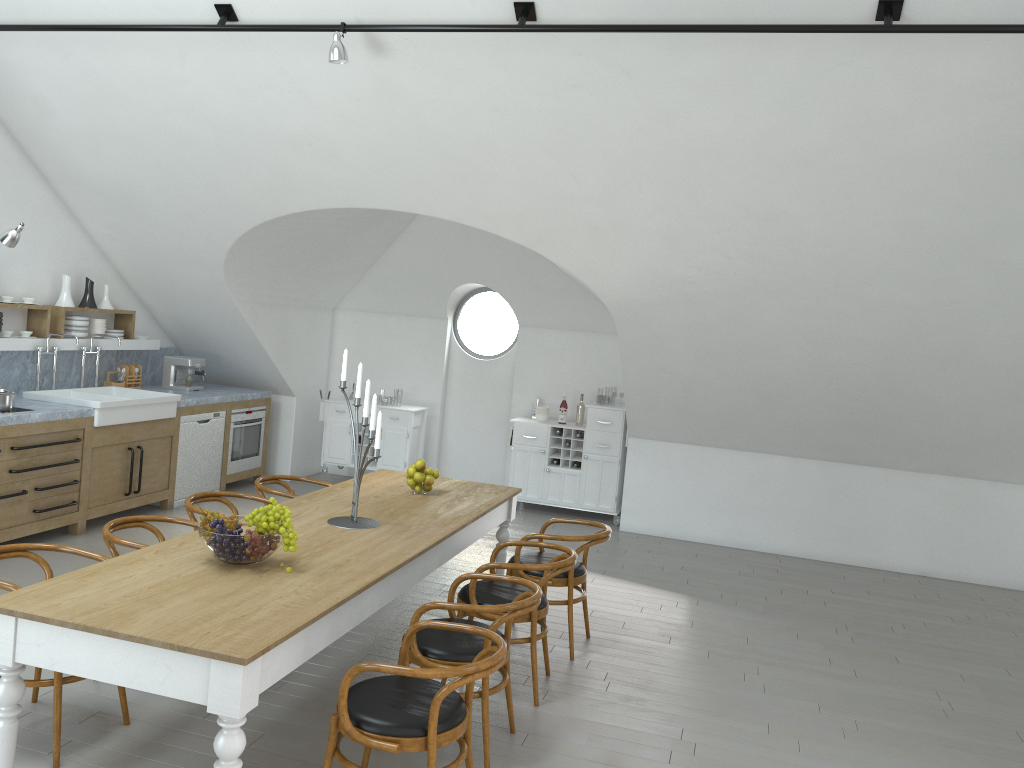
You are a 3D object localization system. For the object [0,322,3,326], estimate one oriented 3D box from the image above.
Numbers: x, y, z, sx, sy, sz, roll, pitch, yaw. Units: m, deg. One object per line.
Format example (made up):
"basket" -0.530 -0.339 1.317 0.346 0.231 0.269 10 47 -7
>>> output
"object" -3.974 -0.443 6.716 0.205 0.086 0.206 3 4 -32

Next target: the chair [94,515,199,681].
"chair" -1.734 1.073 4.412 0.622 0.734 0.528 6 3 12

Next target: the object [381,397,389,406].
"object" -1.351 0.189 9.398 0.077 0.085 0.077 5 3 2

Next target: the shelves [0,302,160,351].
"shelves" -4.035 -0.890 5.859 0.480 1.360 5.555 6 4 9

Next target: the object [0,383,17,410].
"object" -3.632 0.101 6.322 0.232 0.170 0.395 5 4 -5

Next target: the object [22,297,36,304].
"object" -3.876 -0.666 7.108 0.098 0.048 0.098 6 4 12

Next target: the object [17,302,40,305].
"object" -3.878 -0.642 7.109 0.164 0.012 0.164 8 5 32

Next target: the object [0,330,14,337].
"object" -3.952 -0.391 6.926 0.098 0.048 0.098 6 4 12

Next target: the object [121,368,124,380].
"object" -3.579 -0.047 8.116 0.023 0.196 0.018 6 2 10

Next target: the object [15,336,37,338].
"object" -3.904 -0.375 7.113 0.164 0.012 0.164 8 5 32

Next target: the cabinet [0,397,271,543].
"cabinet" -3.834 0.731 6.276 1.004 1.020 6.432 6 4 15

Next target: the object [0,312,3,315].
"object" -3.978 -0.519 6.717 0.205 0.080 0.206 6 4 17

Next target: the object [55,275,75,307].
"object" -3.762 -0.786 7.479 0.156 0.268 0.156 5 3 4

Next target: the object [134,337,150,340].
"object" -3.544 -0.432 8.400 0.213 0.025 0.213 5 4 2

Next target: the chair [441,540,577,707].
"chair" 0.001 1.215 4.647 0.621 0.734 0.528 6 3 10

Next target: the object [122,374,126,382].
"object" -3.566 -0.037 8.126 0.044 0.178 0.019 5 2 0

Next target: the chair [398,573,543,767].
"chair" -0.204 1.244 3.949 0.622 0.734 0.527 6 3 15

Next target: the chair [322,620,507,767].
"chair" -0.355 1.278 3.237 0.622 0.734 0.527 6 3 18

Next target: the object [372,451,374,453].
"object" -1.410 0.713 9.417 0.082 0.083 0.317 6 4 14

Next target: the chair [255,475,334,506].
"chair" -1.403 1.008 5.826 0.622 0.734 0.528 6 3 12

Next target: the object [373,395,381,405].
"object" -1.435 0.172 9.383 0.082 0.105 0.081 7 3 28

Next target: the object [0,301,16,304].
"object" -3.934 -0.633 6.902 0.164 0.012 0.164 8 5 32

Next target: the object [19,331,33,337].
"object" -3.902 -0.399 7.112 0.098 0.048 0.098 6 4 12

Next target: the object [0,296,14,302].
"object" -3.932 -0.657 6.902 0.098 0.048 0.098 6 4 12

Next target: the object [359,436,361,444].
"object" -1.602 0.592 9.429 0.082 0.085 0.317 6 4 16

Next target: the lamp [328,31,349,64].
"lamp" -0.992 -1.932 5.098 0.112 0.175 0.115 4 3 -22

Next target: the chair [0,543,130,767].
"chair" -1.981 1.097 3.728 0.622 0.734 0.527 6 3 15

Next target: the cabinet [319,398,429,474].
"cabinet" -1.509 0.604 9.502 1.135 0.788 0.497 6 3 15

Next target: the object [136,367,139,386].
"object" -3.534 -0.059 8.344 0.019 0.196 0.022 6 2 16

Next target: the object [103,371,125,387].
"object" -3.623 -0.034 8.078 0.100 0.171 0.173 6 3 17

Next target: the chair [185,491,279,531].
"chair" -1.601 1.037 5.131 0.622 0.734 0.527 6 3 18

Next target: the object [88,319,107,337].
"object" -3.658 -0.496 7.814 0.154 0.160 0.157 8 4 43

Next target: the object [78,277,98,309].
"object" -3.690 -0.797 7.732 0.156 0.268 0.156 6 3 19

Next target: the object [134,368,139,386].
"object" -3.527 -0.059 8.318 0.040 0.192 0.042 4 2 -25

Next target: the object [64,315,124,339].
"object" -3.681 -0.496 7.819 0.198 0.196 0.657 6 4 14

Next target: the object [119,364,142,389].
"object" -3.573 -0.070 8.295 0.104 0.222 0.200 6 3 15

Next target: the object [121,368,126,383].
"object" -3.561 -0.048 8.112 0.040 0.192 0.042 3 3 -38

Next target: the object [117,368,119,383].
"object" -3.596 -0.048 8.100 0.019 0.196 0.022 5 2 3

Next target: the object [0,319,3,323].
"object" -3.978 -0.465 6.716 0.205 0.072 0.206 5 4 2

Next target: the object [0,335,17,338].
"object" -3.954 -0.368 6.927 0.164 0.012 0.164 8 5 32

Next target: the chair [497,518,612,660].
"chair" 0.256 1.193 5.327 0.622 0.734 0.527 6 3 18

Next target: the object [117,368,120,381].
"object" -3.608 -0.054 8.124 0.040 0.192 0.042 4 3 -37

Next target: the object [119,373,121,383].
"object" -3.580 -0.036 8.090 0.019 0.178 0.044 4 2 -20

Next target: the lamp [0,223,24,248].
"lamp" -3.361 -1.003 5.973 0.169 0.176 0.112 6 3 7

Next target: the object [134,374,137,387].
"object" -3.533 -0.058 8.334 0.020 0.196 0.018 7 3 37

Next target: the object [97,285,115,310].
"object" -3.642 -0.782 7.952 0.156 0.218 0.156 5 3 -4

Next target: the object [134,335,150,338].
"object" -3.543 -0.441 8.400 0.213 0.025 0.213 5 4 2

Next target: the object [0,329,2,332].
"object" -3.985 -0.390 6.717 0.205 0.072 0.206 5 4 2

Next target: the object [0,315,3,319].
"object" -3.977 -0.491 6.719 0.206 0.083 0.205 8 5 42

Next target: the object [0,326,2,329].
"object" -3.983 -0.416 6.715 0.205 0.086 0.206 2 5 -37

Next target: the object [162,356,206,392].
"object" -3.145 -0.097 8.653 0.387 0.320 0.324 6 3 15

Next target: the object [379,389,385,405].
"object" -1.386 0.140 9.449 0.048 0.169 0.048 5 2 3

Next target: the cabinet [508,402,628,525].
"cabinet" 0.591 0.753 9.132 1.243 1.152 0.610 6 3 15
